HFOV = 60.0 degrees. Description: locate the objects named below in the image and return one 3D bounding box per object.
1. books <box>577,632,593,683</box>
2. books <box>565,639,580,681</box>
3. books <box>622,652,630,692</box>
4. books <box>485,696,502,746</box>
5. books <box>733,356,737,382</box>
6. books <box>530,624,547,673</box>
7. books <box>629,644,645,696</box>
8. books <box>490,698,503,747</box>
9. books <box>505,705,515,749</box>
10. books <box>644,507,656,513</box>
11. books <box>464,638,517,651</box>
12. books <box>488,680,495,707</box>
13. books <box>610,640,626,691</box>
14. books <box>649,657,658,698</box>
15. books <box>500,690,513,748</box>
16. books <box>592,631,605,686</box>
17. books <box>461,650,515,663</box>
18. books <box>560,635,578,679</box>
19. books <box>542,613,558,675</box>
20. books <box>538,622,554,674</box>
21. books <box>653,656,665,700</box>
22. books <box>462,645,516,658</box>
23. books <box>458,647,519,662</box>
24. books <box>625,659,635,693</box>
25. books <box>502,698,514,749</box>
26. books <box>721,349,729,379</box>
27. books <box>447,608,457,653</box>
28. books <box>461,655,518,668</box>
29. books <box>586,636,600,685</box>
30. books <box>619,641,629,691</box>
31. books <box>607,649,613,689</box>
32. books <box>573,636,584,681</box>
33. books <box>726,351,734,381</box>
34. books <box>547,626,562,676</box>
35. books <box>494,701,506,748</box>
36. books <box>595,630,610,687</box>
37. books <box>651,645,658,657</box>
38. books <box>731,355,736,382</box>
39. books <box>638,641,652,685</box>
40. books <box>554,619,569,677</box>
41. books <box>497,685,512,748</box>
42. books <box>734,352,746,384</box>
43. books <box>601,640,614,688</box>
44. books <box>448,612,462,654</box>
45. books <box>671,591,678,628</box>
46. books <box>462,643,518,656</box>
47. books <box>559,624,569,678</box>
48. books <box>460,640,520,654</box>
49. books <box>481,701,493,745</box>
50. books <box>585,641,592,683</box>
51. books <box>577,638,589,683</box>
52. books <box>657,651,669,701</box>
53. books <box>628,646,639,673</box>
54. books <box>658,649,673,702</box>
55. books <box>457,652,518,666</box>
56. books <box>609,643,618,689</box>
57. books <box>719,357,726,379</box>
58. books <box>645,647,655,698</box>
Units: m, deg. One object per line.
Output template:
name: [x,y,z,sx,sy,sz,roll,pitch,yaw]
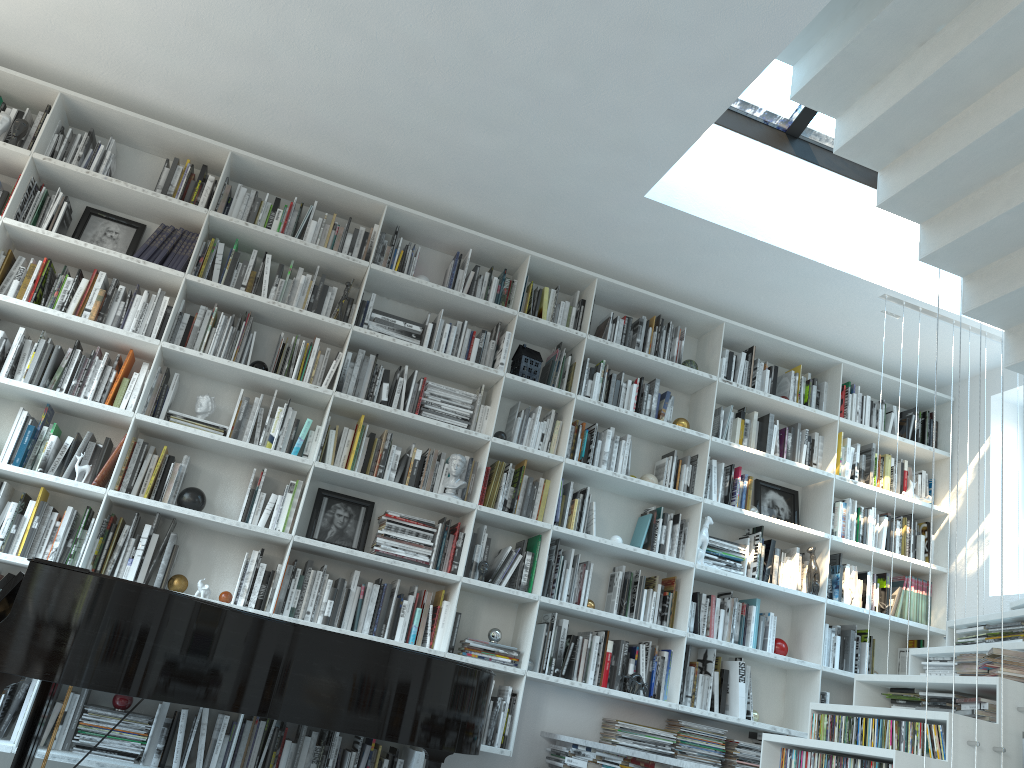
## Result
books: [0.364,1.441,4.663,0.014,0.267,0.172,17,-21,-14]
books: [0.299,1.444,4.636,0.011,0.216,0.176,17,-21,-14]
books: [0.573,1.533,4.711,0.022,0.210,0.136,17,-21,-14]
books: [-0.108,1.639,4.319,0.026,0.224,0.175,17,-21,-14]
books: [1.323,-0.041,5.457,0.027,0.248,0.140,17,-21,-14]
books: [0.127,1.375,4.600,0.012,0.253,0.161,17,-21,-14]
books: [0.656,1.528,4.731,0.070,0.265,0.186,17,-21,-14]
books: [-0.096,1.649,4.338,0.012,0.225,0.149,17,-21,-14]
books: [-0.034,1.681,4.361,0.012,0.205,0.161,17,-21,-14]
books: [0.760,0.842,4.996,0.016,0.289,0.135,17,-21,-14]
books: [-0.110,1.314,4.468,0.254,0.012,0.161,14,-21,-5]
books: [-0.149,1.600,4.345,0.032,0.299,0.149,17,-21,-14]
books: [0.535,1.493,4.700,0.026,0.261,0.174,17,-21,-14]
books: [0.722,1.570,4.739,0.013,0.219,0.169,17,-21,-14]
books: [-0.053,1.645,4.367,0.015,0.269,0.158,17,-21,-14]
books: [0.433,1.456,4.691,0.012,0.284,0.160,17,-21,-14]
books: [-0.123,1.372,4.453,0.254,0.012,0.161,15,-21,-8]
books: [0.265,1.427,4.628,0.065,0.230,0.162,17,-21,-14]
books: [0.171,1.351,4.602,0.010,0.315,0.187,17,-21,-14]
books: [0.151,1.370,4.588,0.023,0.261,0.187,17,-21,-14]
books: [0.754,1.574,4.743,0.025,0.227,0.176,17,-21,-14]
books: [-0.119,1.350,4.463,0.254,0.012,0.161,15,-21,-9]
books: [-0.120,1.360,4.455,0.285,0.012,0.160,16,-21,-11]
books: [0.594,1.552,4.706,0.025,0.180,0.169,17,-21,-14]
books: [-0.039,1.662,4.352,0.013,0.232,0.149,17,-21,-14]
books: [1.258,-0.069,5.420,0.025,0.249,0.178,17,-21,-14]
books: [-0.333,1.249,4.484,0.027,0.228,0.141,17,-21,-14]
books: [-0.127,1.393,4.443,0.285,0.012,0.160,16,-21,-11]
books: [0.395,1.454,4.659,0.025,0.251,0.182,17,-21,-14]
books: [0.556,1.502,4.713,0.026,0.262,0.170,17,-21,-14]
books: [0.487,1.494,4.694,0.025,0.237,0.157,17,-21,-14]
books: [0.316,1.445,4.653,0.029,0.234,0.143,17,-21,-14]
books: [1.283,-0.059,5.420,0.026,0.241,0.185,17,-21,-14]
books: [0.194,1.387,4.599,0.023,0.255,0.178,17,-21,-14]
books: [-0.081,1.654,4.323,0.011,0.211,0.179,17,-21,-14]
books: [0.452,1.450,4.676,0.012,0.292,0.175,17,-21,-14]
books: [0.732,1.552,4.776,0.012,0.281,0.144,17,-21,-14]
books: [1.303,-0.045,5.431,0.024,0.230,0.169,17,-21,-14]
books: [0.694,1.530,4.754,0.013,0.292,0.135,17,-21,-14]
books: [0.222,1.377,4.611,0.030,0.293,0.189,17,-21,-14]
books: [-0.061,1.627,4.346,0.021,0.284,0.173,17,-21,-14]
books: [1.366,-0.048,5.455,0.048,0.277,0.150,17,-21,-14]
books: [0.466,1.479,4.675,0.031,0.243,0.185,17,-21,-14]
books: [-0.309,1.266,4.491,0.030,0.209,0.137,17,-21,-14]
books: [0.865,1.262,4.903,0.009,0.223,0.146,17,-21,-14]
books: [-0.114,1.336,4.458,0.254,0.012,0.161,17,-21,-14]
books: [0.236,1.393,4.622,0.010,0.276,0.174,17,-21,-14]
books: [-0.114,1.327,4.470,0.285,0.012,0.160,16,-21,-10]
books: [-0.136,1.651,4.332,0.013,0.201,0.139,17,-21,-14]
books: [0.370,1.467,4.664,0.012,0.220,0.153,17,-21,-14]
books: [0.341,1.454,4.655,0.024,0.227,0.160,17,-21,-14]
books: [0.778,1.569,4.760,0.026,0.257,0.157,17,-21,-14]
books: [0.617,1.527,4.724,0.012,0.248,0.165,17,-21,-14]
books: [0.803,1.570,4.769,0.025,0.271,0.171,17,-21,-14]
books: [-0.126,1.384,4.452,0.285,0.012,0.160,15,-21,-9]
books: [0.506,1.500,4.706,0.021,0.241,0.131,17,-21,-14]
books: [1.234,-0.048,5.392,0.022,0.181,0.190,17,-21,-14]
books: [0.707,1.548,4.754,0.021,0.263,0.150,17,-21,-14]
